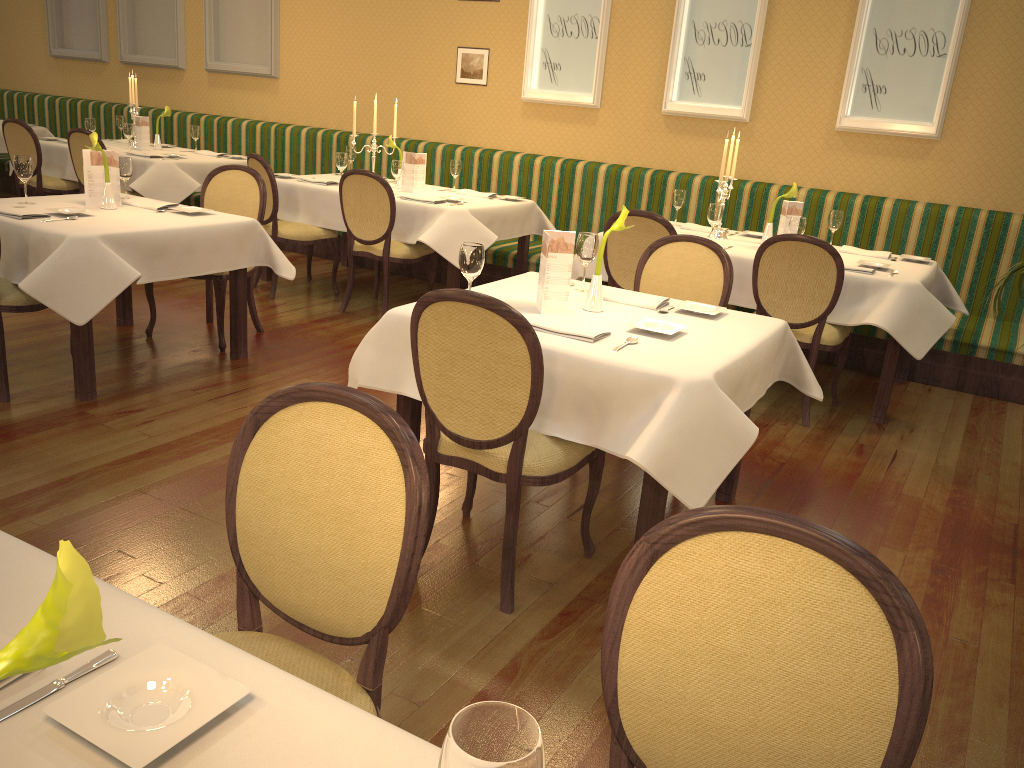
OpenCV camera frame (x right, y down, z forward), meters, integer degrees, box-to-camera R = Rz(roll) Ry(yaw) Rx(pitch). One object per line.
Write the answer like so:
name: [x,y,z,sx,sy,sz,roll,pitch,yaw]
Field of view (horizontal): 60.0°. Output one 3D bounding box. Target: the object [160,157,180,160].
object: [-2.707,-1.784,7.014,0.038,0.015,0.181,15,20,28]

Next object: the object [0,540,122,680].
object: [-0.379,0.301,0.659,0.163,0.375,0.076,-9,23,-38]

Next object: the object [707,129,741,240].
object: [1.269,-1.189,5.258,0.131,0.655,0.390,17,21,32]

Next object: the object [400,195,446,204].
object: [-0.586,-1.216,5.847,0.273,0.024,0.142,15,20,27]

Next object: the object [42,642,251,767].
object: [-0.413,0.369,1.012,0.160,0.024,0.160,15,20,27]

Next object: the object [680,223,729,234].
object: [1.221,-0.983,5.618,0.273,0.033,0.142,15,20,27]

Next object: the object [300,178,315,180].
object: [-1.495,-1.487,6.438,0.038,0.015,0.181,15,20,28]

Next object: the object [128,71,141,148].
object: [-3.277,-2.387,7.685,0.131,0.655,0.390,-11,24,-40]

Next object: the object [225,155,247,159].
object: [-2.343,-1.930,7.553,0.160,0.024,0.160,15,20,27]

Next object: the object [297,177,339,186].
object: [-1.379,-1.445,6.317,0.273,0.033,0.142,15,20,27]

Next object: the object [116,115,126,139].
object: [-3.598,-2.351,8.166,0.088,0.229,0.088,1,18,-13]

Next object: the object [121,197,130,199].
object: [-2.129,-0.993,4.747,0.017,0.010,0.185,15,20,28]

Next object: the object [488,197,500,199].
object: [-0.119,-1.332,6.343,0.038,0.015,0.181,15,20,28]

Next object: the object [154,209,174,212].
object: [-1.744,-0.888,4.525,0.038,0.015,0.181,15,20,28]

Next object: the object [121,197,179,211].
object: [-1.880,-0.935,4.611,0.273,0.033,0.142,15,20,27]

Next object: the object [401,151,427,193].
object: [-0.687,-1.483,6.230,0.166,0.277,0.081,2,18,-10]

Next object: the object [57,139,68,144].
object: [-3.715,-2.051,7.537,0.273,0.033,0.142,15,20,27]

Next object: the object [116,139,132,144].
object: [-3.447,-2.195,8.055,0.273,0.033,0.142,15,20,27]

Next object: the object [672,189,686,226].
object: [1.069,-1.139,5.728,0.088,0.229,0.088,1,18,-13]

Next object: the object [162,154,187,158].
object: [-2.737,-1.843,7.177,0.160,0.024,0.160,15,20,27]

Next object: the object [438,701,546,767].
object: [-0.023,0.384,0.740,0.088,0.229,0.088,1,18,-13]

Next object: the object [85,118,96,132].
object: [-3.532,-2.109,7.439,0.088,0.229,0.088,1,18,-13]

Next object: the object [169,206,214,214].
object: [-1.633,-0.879,4.516,0.160,0.024,0.160,15,20,27]

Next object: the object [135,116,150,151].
object: [-3.144,-2.121,7.512,0.081,0.277,0.166,5,18,0]

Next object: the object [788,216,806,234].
object: [1.510,-0.776,4.732,0.088,0.229,0.088,1,18,-13]

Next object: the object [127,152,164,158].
object: [-2.921,-1.823,7.067,0.273,0.024,0.142,15,20,27]

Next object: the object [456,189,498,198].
object: [-0.254,-1.380,6.429,0.273,0.033,0.142,15,20,27]

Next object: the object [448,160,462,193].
object: [-0.418,-1.524,6.500,0.088,0.229,0.088,-1,19,-19]

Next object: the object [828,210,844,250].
object: [1.914,-0.918,5.282,0.088,0.229,0.088,1,18,-13]

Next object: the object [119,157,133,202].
object: [-2.043,-1.079,4.682,0.088,0.229,0.088,-1,19,-19]

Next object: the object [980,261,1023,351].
object: [2.677,-0.235,3.314,1.552,1.807,1.496,8,18,9]

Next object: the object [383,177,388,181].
object: [-1.111,-1.589,6.835,0.273,0.033,0.142,15,20,27]

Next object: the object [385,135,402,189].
object: [-0.831,-1.594,6.364,0.163,0.375,0.076,-9,23,-38]

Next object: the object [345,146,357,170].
object: [-1.262,-1.745,6.946,0.088,0.229,0.088,1,18,-13]

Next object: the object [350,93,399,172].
object: [-0.998,-1.775,6.433,0.131,0.655,0.390,21,24,40]

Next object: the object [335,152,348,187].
object: [-1.196,-1.503,6.220,0.088,0.229,0.088,1,18,-13]

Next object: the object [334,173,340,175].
object: [-1.345,-1.664,7.023,0.038,0.015,0.181,15,20,28]

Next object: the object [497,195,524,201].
object: [-0.007,-1.324,6.333,0.160,0.024,0.160,15,20,27]

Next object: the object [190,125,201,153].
object: [-2.753,-2.130,7.719,0.088,0.229,0.088,1,18,-13]

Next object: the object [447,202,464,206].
object: [-0.371,-1.177,5.795,0.038,0.015,0.181,15,20,28]

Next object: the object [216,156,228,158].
object: [-2.455,-1.939,7.562,0.038,0.015,0.181,15,20,28]

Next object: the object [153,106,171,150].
object: [-3.023,-2.210,7.654,0.163,0.375,0.076,8,18,10]

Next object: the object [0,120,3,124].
object: [-5.133,-2.646,8.976,0.273,0.033,0.142,15,20,27]

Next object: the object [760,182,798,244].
object: [1.564,-0.995,5.186,0.163,0.375,0.076,10,19,14]

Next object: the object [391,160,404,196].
object: [-0.780,-1.398,6.013,0.088,0.229,0.088,1,18,-13]

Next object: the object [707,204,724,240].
object: [1.136,-0.897,5.002,0.088,0.229,0.088,1,18,-13]

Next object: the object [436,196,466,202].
object: [-0.401,-1.237,5.957,0.160,0.024,0.160,15,20,27]

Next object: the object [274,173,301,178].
object: [-1.654,-1.515,6.467,0.160,0.024,0.160,15,20,27]

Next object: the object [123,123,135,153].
object: [-3.113,-1.997,7.210,0.088,0.229,0.088,1,18,-13]

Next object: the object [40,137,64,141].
object: [-3.990,-2.122,7.686,0.160,0.024,0.160,15,20,27]

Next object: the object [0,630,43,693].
object: [-0.716,0.319,1.075,0.273,0.033,0.142,15,20,27]

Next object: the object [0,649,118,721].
object: [-0.544,0.357,1.032,0.017,0.010,0.185,15,20,28]

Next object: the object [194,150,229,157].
object: [-2.590,-1.986,7.648,0.273,0.033,0.142,15,20,27]

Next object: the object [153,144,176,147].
object: [-3.143,-2.145,7.991,0.160,0.024,0.160,15,20,27]

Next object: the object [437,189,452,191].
object: [-0.503,-1.437,6.564,0.017,0.010,0.185,15,20,28]
